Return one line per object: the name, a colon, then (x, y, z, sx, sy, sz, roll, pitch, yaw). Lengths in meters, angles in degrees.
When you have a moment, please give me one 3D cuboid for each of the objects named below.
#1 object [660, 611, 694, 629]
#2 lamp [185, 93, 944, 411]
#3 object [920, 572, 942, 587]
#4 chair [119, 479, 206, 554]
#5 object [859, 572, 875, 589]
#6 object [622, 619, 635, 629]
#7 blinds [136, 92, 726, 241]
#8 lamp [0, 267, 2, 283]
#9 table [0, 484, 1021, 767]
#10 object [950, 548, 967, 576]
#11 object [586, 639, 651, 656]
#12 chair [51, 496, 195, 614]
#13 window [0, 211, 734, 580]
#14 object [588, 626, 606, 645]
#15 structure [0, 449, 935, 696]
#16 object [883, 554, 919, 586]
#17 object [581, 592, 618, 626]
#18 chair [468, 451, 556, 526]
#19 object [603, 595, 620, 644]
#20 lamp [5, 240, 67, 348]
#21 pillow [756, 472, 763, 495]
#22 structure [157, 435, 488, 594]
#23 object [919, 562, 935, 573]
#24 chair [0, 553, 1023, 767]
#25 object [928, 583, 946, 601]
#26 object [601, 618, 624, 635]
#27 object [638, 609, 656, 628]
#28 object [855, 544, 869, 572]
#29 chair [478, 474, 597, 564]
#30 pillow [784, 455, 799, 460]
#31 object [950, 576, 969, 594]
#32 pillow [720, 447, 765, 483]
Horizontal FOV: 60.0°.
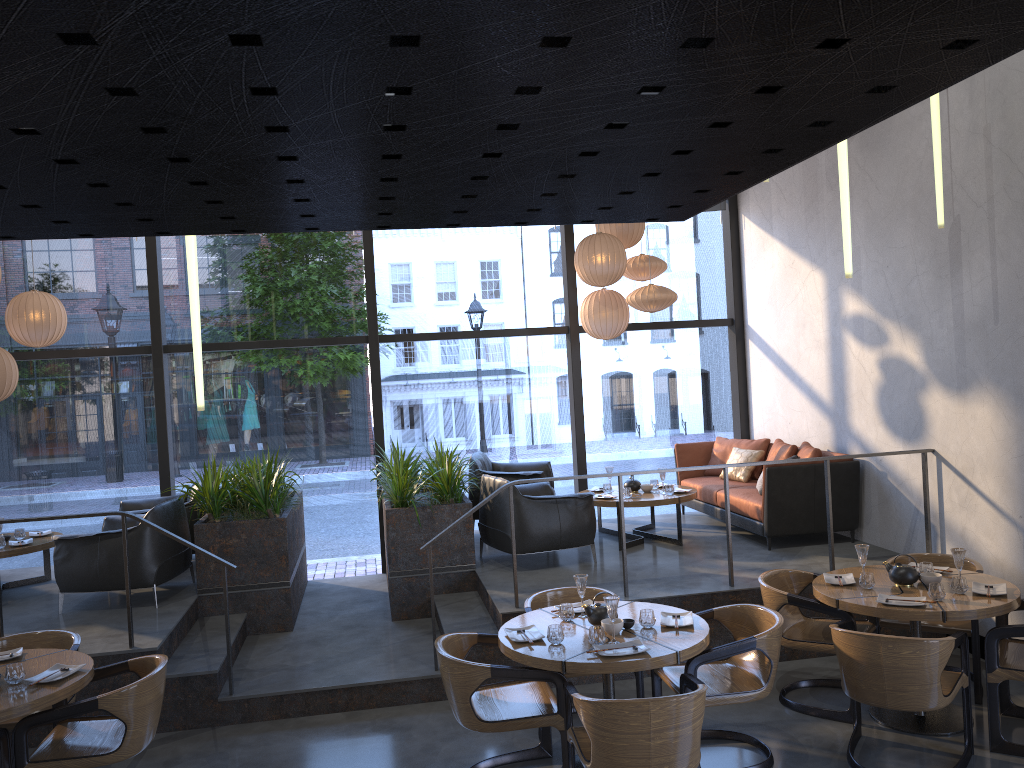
object: (0.864, 1.244, 4.652, 0.170, 0.025, 0.294, -3, 1, 10)
lamp: (-1.221, -4.938, 0.605, 8.975, 10.231, 8.774, -3, 1, -11)
object: (2.419, 1.132, 5.117, 0.116, 0.065, 0.116, -3, 1, 16)
chair: (-3.169, 1.285, 8.060, 0.833, 0.743, 1.030, -3, 1, -24)
object: (2.059, 1.141, 5.141, 0.086, 0.086, 0.086, -3, 1, 14)
object: (0.600, 1.251, 4.607, 0.080, 0.042, 0.080, -3, 1, 45)
blinds: (-6.240, -2.346, 4.673, 8.760, 2.314, 17.610, -3, 1, 34)
lamp: (-4.468, -1.848, 7.192, 0.465, 2.374, 0.465, -3, 1, 14)
table: (-2.417, 1.710, 4.629, 10.659, 0.968, 6.876, -3, 1, -9)
object: (2.524, 1.046, 5.004, 0.082, 0.227, 0.082, -3, 1, 13)
object: (0.497, 1.269, 4.231, 0.294, 0.025, 0.170, -3, 1, -12)
chair: (-2.973, 1.287, 6.893, 0.833, 0.743, 1.030, -3, 1, -3)
window: (-2.457, -0.731, 2.372, 12.739, 5.897, 12.900, -3, 1, -9)
object: (0.418, 1.241, 4.362, 0.086, 0.086, 0.086, -3, 1, 16)
structure: (-1.997, 0.026, 1.048, 11.718, 4.117, 9.054, -3, 1, -10)
object: (2.283, 1.081, 5.180, 0.168, 0.179, 0.163, -3, 1, -5)
object: (0.474, 1.188, 4.680, 0.168, 0.179, 0.163, -3, 1, 28)
chair: (-0.004, 1.024, 8.631, 0.833, 0.743, 1.030, -3, 1, 5)
object: (0.498, 1.165, 4.379, 0.082, 0.227, 0.082, -4, 1, -40)
lamp: (-2.555, -1.924, 4.629, 0.468, 3.124, 6.999, -4, 1, -28)
pillow: (2.263, 0.828, 7.830, 0.203, 0.263, 0.332, -3, 1, 11)
structure: (-5.141, 1.563, 2.693, 4.306, 1.608, 15.715, -3, 1, 29)
object: (2.483, 1.115, 5.312, 0.086, 0.086, 0.086, -3, 1, -15)
chair: (-1.480, 1.778, 3.208, 9.749, 0.759, 4.352, -3, 1, -8)
object: (2.307, 1.131, 4.819, 0.086, 0.086, 0.086, -4, 1, -38)
object: (0.515, 1.245, 4.537, 0.116, 0.065, 0.116, -4, 1, -31)
object: (0.704, 1.222, 4.615, 0.086, 0.086, 0.086, -3, 1, -7)
object: (2.075, 1.068, 5.243, 0.082, 0.227, 0.082, -4, 1, -38)
chair: (0.181, 1.105, 7.419, 0.833, 0.743, 1.030, -3, 1, -24)
pillow: (2.298, 0.796, 7.549, 0.242, 0.345, 0.418, -3, 1, 31)
object: (2.487, 1.119, 4.930, 0.086, 0.086, 0.086, -4, 1, -33)
pillow: (2.252, 0.791, 8.735, 0.289, 0.311, 0.393, -4, 1, -29)
